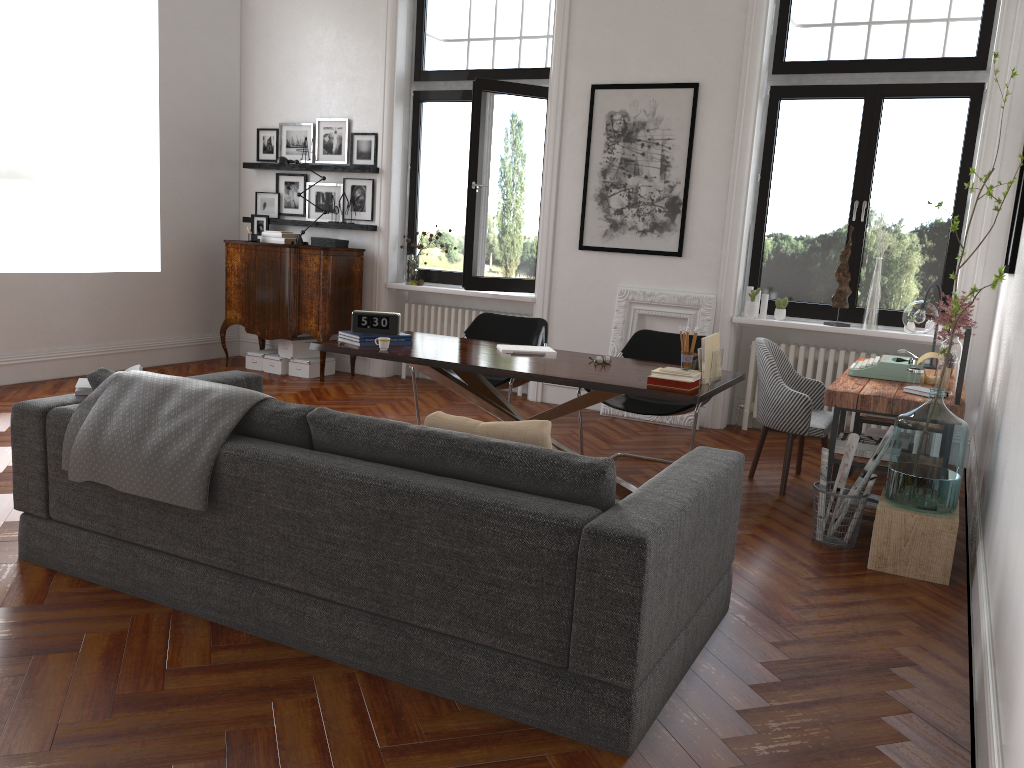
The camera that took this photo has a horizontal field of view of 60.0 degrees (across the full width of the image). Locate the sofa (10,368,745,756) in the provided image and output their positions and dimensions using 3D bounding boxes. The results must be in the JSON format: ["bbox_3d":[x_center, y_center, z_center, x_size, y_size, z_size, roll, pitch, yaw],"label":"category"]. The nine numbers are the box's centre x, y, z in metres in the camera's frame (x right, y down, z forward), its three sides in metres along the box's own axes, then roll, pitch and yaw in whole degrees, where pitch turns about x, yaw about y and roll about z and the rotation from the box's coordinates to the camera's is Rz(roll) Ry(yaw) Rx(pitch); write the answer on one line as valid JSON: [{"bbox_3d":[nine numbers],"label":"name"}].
[{"bbox_3d":[-0.545,0.439,3.535,2.641,0.832,1.259,8,11,25],"label":"sofa"}]

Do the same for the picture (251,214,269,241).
[{"bbox_3d":[-2.474,-1.530,8.701,0.213,0.258,0.020,9,12,25],"label":"picture"}]

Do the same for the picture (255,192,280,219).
[{"bbox_3d":[-2.424,-1.770,8.788,0.299,0.254,0.020,9,12,25],"label":"picture"}]

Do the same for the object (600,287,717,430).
[{"bbox_3d":[1.169,-0.216,7.158,0.829,1.066,0.233,9,12,25],"label":"object"}]

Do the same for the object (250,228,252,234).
[{"bbox_3d":[-2.439,-1.404,8.309,0.045,0.140,0.010,8,11,22],"label":"object"}]

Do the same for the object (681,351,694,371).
[{"bbox_3d":[0.846,-0.113,4.292,0.058,0.091,0.058,6,11,13],"label":"object"}]

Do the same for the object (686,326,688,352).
[{"bbox_3d":[0.847,-0.183,4.308,0.008,0.194,0.049,3,11,-5],"label":"object"}]

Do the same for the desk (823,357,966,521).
[{"bbox_3d":[2.266,0.337,5.259,0.646,0.760,1.793,9,11,26],"label":"desk"}]

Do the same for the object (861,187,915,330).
[{"bbox_3d":[2.727,-0.914,6.468,0.295,1.058,0.289,9,12,28],"label":"object"}]

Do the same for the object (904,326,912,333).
[{"bbox_3d":[2.905,-0.439,6.472,0.072,0.135,0.072,-4,13,-38],"label":"object"}]

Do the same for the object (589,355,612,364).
[{"bbox_3d":[0.500,-0.141,4.944,0.114,0.047,0.132,2,10,-11],"label":"object"}]

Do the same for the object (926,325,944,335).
[{"bbox_3d":[3.095,-0.409,6.476,0.134,0.098,0.132,3,10,-4],"label":"object"}]

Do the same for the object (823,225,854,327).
[{"bbox_3d":[2.480,-0.806,6.638,0.143,0.756,0.164,0,11,-21],"label":"object"}]

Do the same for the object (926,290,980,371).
[{"bbox_3d":[2.663,-0.315,5.379,0.308,0.531,0.289,0,11,-19],"label":"object"}]

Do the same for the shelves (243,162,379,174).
[{"bbox_3d":[-1.933,-2.059,8.446,1.513,0.055,0.157,8,11,25],"label":"shelves"}]

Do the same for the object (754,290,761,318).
[{"bbox_3d":[1.925,-0.629,6.985,0.051,0.214,0.051,-2,12,-29],"label":"object"}]

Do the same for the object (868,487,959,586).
[{"bbox_3d":[1.913,0.721,4.218,0.341,0.318,0.434,9,11,26],"label":"object"}]

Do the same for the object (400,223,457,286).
[{"bbox_3d":[-0.787,-1.216,8.278,0.542,0.602,0.316,3,10,-3],"label":"object"}]

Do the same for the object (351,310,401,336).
[{"bbox_3d":[-0.782,-0.350,5.092,0.275,0.126,0.081,4,10,0],"label":"object"}]

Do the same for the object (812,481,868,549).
[{"bbox_3d":[1.635,0.670,4.458,0.261,0.306,0.260,2,10,-9],"label":"object"}]

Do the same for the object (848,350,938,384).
[{"bbox_3d":[2.264,-0.126,5.229,0.484,0.149,0.533,8,10,24],"label":"object"}]

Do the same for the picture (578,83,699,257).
[{"bbox_3d":[0.998,-1.717,7.116,0.881,1.328,0.035,9,12,25],"label":"picture"}]

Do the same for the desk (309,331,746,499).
[{"bbox_3d":[0.057,0.223,5.021,2.223,0.754,1.027,8,11,25],"label":"desk"}]

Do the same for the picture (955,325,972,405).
[{"bbox_3d":[2.241,-0.098,4.405,0.023,0.371,0.282,9,11,26],"label":"picture"}]

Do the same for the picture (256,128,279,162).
[{"bbox_3d":[-2.401,-2.348,8.715,0.266,0.316,0.020,9,12,25],"label":"picture"}]

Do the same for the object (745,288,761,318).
[{"bbox_3d":[1.875,-0.636,6.913,0.102,0.245,0.098,4,10,4],"label":"object"}]

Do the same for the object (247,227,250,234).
[{"bbox_3d":[-2.455,-1.408,8.290,0.050,0.120,0.010,9,12,28],"label":"object"}]

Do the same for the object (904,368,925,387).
[{"bbox_3d":[2.185,-0.032,4.809,0.093,0.102,0.093,7,11,17],"label":"object"}]

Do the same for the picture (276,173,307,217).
[{"bbox_3d":[-2.161,-1.849,8.671,0.373,0.408,0.020,9,12,25],"label":"picture"}]

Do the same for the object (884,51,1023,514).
[{"bbox_3d":[1.979,-0.415,3.817,0.353,2.066,0.804,5,11,7],"label":"object"}]

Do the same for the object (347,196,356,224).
[{"bbox_3d":[-1.511,-1.639,8.351,0.110,0.263,0.040,9,12,25],"label":"object"}]

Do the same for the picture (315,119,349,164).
[{"bbox_3d":[-1.698,-2.292,8.370,0.369,0.410,0.020,9,12,25],"label":"picture"}]

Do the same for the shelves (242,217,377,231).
[{"bbox_3d":[-1.966,-1.544,8.544,1.513,0.055,0.155,8,11,25],"label":"shelves"}]

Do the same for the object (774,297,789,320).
[{"bbox_3d":[2.105,-0.594,6.929,0.099,0.186,0.097,-5,14,-40],"label":"object"}]

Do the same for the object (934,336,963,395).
[{"bbox_3d":[2.289,-0.100,4.649,0.111,0.303,0.111,-2,12,-27],"label":"object"}]

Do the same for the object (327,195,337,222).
[{"bbox_3d":[-1.704,-1.660,8.404,0.124,0.261,0.040,9,12,25],"label":"object"}]

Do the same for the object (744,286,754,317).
[{"bbox_3d":[1.875,-0.653,7.029,0.051,0.239,0.051,-2,12,-29],"label":"object"}]

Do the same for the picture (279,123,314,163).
[{"bbox_3d":[-2.083,-2.327,8.558,0.415,0.369,0.020,9,12,25],"label":"picture"}]

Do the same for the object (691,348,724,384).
[{"bbox_3d":[0.974,-0.103,4.526,0.149,0.167,0.228,9,11,26],"label":"object"}]

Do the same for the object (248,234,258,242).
[{"bbox_3d":[-2.422,-1.365,8.290,0.091,0.078,0.091,4,10,-1],"label":"object"}]

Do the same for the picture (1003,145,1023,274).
[{"bbox_3d":[2.812,-1.019,4.887,0.050,0.819,0.632,9,11,26],"label":"picture"}]

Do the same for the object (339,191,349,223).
[{"bbox_3d":[-1.584,-1.663,8.353,0.118,0.300,0.040,9,12,25],"label":"object"}]

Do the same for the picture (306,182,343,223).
[{"bbox_3d":[-1.795,-1.740,8.504,0.433,0.366,0.020,9,12,25],"label":"picture"}]

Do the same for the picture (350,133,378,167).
[{"bbox_3d":[-1.377,-2.172,8.226,0.289,0.304,0.020,9,12,25],"label":"picture"}]

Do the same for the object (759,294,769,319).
[{"bbox_3d":[1.973,-0.606,6.939,0.051,0.189,0.051,-2,12,-29],"label":"object"}]

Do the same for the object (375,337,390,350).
[{"bbox_3d":[-0.711,-0.223,4.896,0.064,0.065,0.082,-6,14,-43],"label":"object"}]

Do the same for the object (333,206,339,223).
[{"bbox_3d":[-1.658,-1.599,8.360,0.066,0.161,0.040,9,12,25],"label":"object"}]

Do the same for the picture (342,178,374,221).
[{"bbox_3d":[-1.448,-1.733,8.333,0.342,0.386,0.020,9,12,25],"label":"picture"}]
